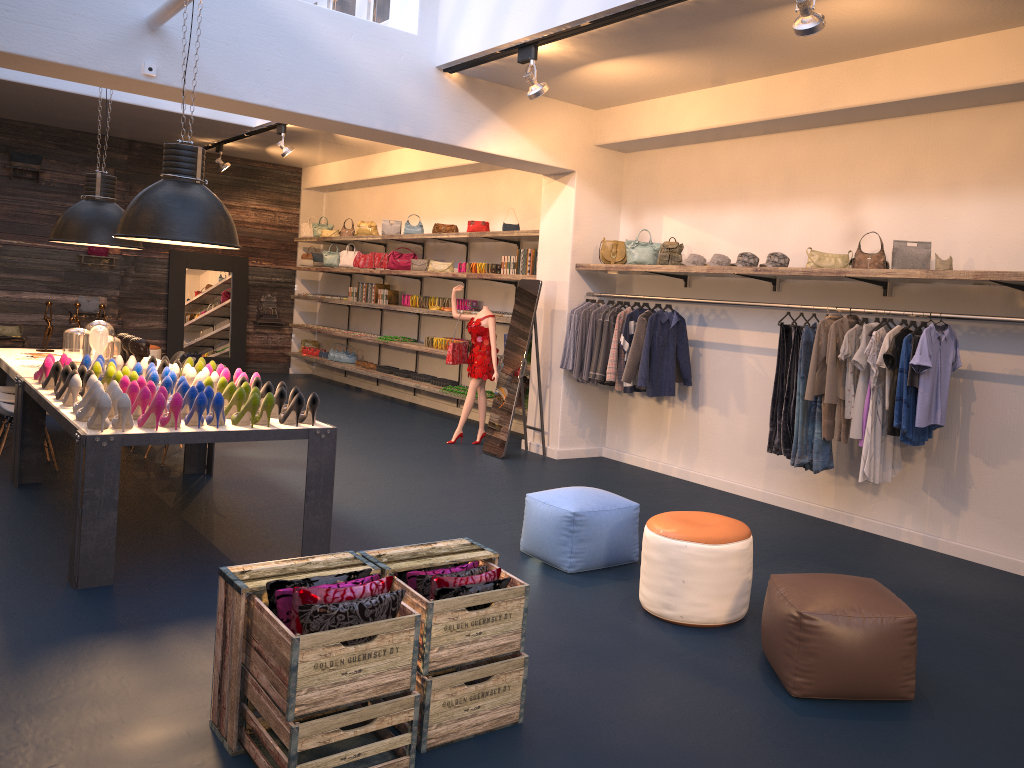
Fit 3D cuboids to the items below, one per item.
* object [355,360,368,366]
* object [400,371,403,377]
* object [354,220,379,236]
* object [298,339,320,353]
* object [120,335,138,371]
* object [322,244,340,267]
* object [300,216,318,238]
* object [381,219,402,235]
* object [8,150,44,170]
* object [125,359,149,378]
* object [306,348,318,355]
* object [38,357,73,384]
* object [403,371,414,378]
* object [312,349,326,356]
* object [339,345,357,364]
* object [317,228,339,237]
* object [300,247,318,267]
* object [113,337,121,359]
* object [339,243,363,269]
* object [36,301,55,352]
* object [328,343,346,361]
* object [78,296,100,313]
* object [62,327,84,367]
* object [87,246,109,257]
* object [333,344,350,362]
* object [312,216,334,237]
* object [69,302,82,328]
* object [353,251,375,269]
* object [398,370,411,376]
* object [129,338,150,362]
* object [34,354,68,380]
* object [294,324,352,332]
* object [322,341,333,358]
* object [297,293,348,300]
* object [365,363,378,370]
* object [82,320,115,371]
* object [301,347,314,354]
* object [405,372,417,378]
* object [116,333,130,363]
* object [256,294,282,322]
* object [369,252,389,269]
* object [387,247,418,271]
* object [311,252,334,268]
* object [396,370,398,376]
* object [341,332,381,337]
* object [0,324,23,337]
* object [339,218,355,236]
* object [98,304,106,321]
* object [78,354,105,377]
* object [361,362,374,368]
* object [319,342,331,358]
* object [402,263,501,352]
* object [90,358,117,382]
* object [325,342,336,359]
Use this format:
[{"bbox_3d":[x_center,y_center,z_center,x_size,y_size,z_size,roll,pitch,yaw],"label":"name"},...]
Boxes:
[{"bbox_3d":[-2.246,-0.313,13.065,0.226,0.082,0.221,2,5,-25],"label":"object"},{"bbox_3d":[-1.441,-0.138,11.883,0.201,0.087,0.061,1,4,-37],"label":"object"},{"bbox_3d":[-2.125,-2.277,12.718,0.359,0.234,0.206,5,3,11],"label":"object"},{"bbox_3d":[-3.423,-0.639,14.723,0.376,0.234,0.196,4,3,-6],"label":"object"},{"bbox_3d":[-3.045,-0.248,6.962,0.166,0.285,0.142,3,2,-38],"label":"object"},{"bbox_3d":[-2.799,-2.019,13.628,0.364,0.366,0.178,5,2,4],"label":"object"},{"bbox_3d":[-3.326,-2.622,14.566,0.444,0.385,0.184,3,2,-16],"label":"object"},{"bbox_3d":[-1.684,-2.188,12.177,0.273,0.229,0.079,5,1,3],"label":"object"},{"bbox_3d":[-6.818,-3.136,12.178,0.452,0.231,0.164,0,5,-44],"label":"object"},{"bbox_3d":[-2.655,-0.088,6.098,0.218,0.195,0.223,2,4,-37],"label":"object"},{"bbox_3d":[-3.284,-0.536,14.354,0.223,0.118,0.089,4,3,-5],"label":"object"},{"bbox_3d":[-3.042,-0.091,5.806,0.221,0.195,0.227,3,4,-25],"label":"object"},{"bbox_3d":[-1.405,-0.130,11.834,0.201,0.087,0.061,1,4,-37],"label":"object"},{"bbox_3d":[-3.152,-0.512,14.211,0.223,0.118,0.089,4,3,-4],"label":"object"},{"bbox_3d":[-2.506,-0.457,13.306,0.279,0.282,0.095,4,1,-4],"label":"object"},{"bbox_3d":[-2.967,-2.423,13.944,0.351,0.174,0.240,6,4,15],"label":"object"},{"bbox_3d":[-3.343,-2.124,14.461,0.348,0.334,0.167,5,2,5],"label":"object"},{"bbox_3d":[-3.121,-0.231,6.702,0.160,0.289,0.188,6,3,41],"label":"object"},{"bbox_3d":[-2.438,-1.963,13.265,0.410,0.385,0.200,5,2,14],"label":"object"},{"bbox_3d":[-4.262,-0.530,7.953,0.149,0.468,0.130,4,1,-26],"label":"object"},{"bbox_3d":[-2.738,-0.503,13.603,0.284,0.282,0.093,4,1,-10],"label":"object"},{"bbox_3d":[-6.227,-1.174,12.788,0.292,0.229,0.074,3,2,-23],"label":"object"},{"bbox_3d":[-3.329,-0.265,6.642,0.196,0.335,0.176,4,2,-19],"label":"object"},{"bbox_3d":[-6.113,-2.010,12.827,0.267,0.243,0.201,1,4,-41],"label":"object"},{"bbox_3d":[-2.622,-0.480,13.454,0.279,0.282,0.095,4,1,-4],"label":"object"},{"bbox_3d":[-3.090,-2.556,14.181,0.364,0.366,0.178,5,2,4],"label":"object"},{"bbox_3d":[-4.082,-0.529,8.091,0.138,0.468,0.141,4,1,6],"label":"object"},{"bbox_3d":[-2.157,-1.821,12.762,0.328,0.253,0.141,5,2,11],"label":"object"},{"bbox_3d":[-1.479,-0.146,11.937,0.201,0.087,0.061,1,4,-37],"label":"object"},{"bbox_3d":[-2.905,-0.219,6.770,0.166,0.285,0.142,3,2,-38],"label":"object"},{"bbox_3d":[-3.178,-0.121,6.015,0.218,0.195,0.223,1,5,-43],"label":"object"},{"bbox_3d":[-3.030,-0.900,13.943,0.382,0.024,1.728,1,7,-36],"label":"object"},{"bbox_3d":[-2.938,-0.547,13.945,0.210,0.279,0.056,4,1,-17],"label":"object"},{"bbox_3d":[-3.000,-1.421,14.088,0.521,0.060,1.403,1,7,-36],"label":"object"},{"bbox_3d":[-2.013,-0.254,12.640,0.217,0.082,0.229,9,7,43],"label":"object"},{"bbox_3d":[-3.099,-0.273,6.507,0.186,0.411,0.218,6,2,41],"label":"object"},{"bbox_3d":[-3.400,-0.561,14.514,0.223,0.118,0.089,4,3,-5],"label":"object"},{"bbox_3d":[-1.367,-0.122,11.782,0.201,0.087,0.061,1,4,-37],"label":"object"},{"bbox_3d":[-3.181,-0.276,7.148,0.166,0.285,0.142,3,2,-38],"label":"object"},{"bbox_3d":[-4.054,-1.274,14.496,0.387,0.460,0.216,2,3,-38],"label":"object"},{"bbox_3d":[-1.882,-1.756,12.321,0.301,0.249,0.143,6,2,24],"label":"object"},{"bbox_3d":[-1.506,-1.721,11.957,0.279,0.337,0.370,7,4,42],"label":"object"},{"bbox_3d":[-3.048,-2.011,14.061,0.418,0.231,0.178,4,3,0],"label":"object"},{"bbox_3d":[-1.517,-0.154,11.989,0.201,0.087,0.061,1,4,-37],"label":"object"},{"bbox_3d":[-2.236,-0.736,12.852,0.384,0.029,0.817,1,7,-36],"label":"object"},{"bbox_3d":[-7.028,-0.749,12.140,0.215,0.173,0.390,7,5,31],"label":"object"},{"bbox_3d":[-2.518,-2.398,13.347,0.277,0.299,0.109,6,2,22],"label":"object"},{"bbox_3d":[-3.891,-0.529,8.243,0.131,0.468,0.149,5,1,29],"label":"object"},{"bbox_3d":[-2.992,-0.121,6.168,0.218,0.195,0.223,2,4,-37],"label":"object"},{"bbox_3d":[-2.119,-0.284,12.860,0.217,0.082,0.229,9,7,42],"label":"object"},{"bbox_3d":[-3.012,-0.562,14.041,0.206,0.279,0.057,4,1,-9],"label":"object"},{"bbox_3d":[-0.848,-0.994,11.207,0.493,1.133,2.483,3,5,-36],"label":"object"},{"bbox_3d":[-2.827,-0.089,5.962,0.223,0.195,0.218,8,5,45],"label":"object"},{"bbox_3d":[-2.862,-0.531,13.835,0.206,0.279,0.057,4,1,-9],"label":"object"}]
